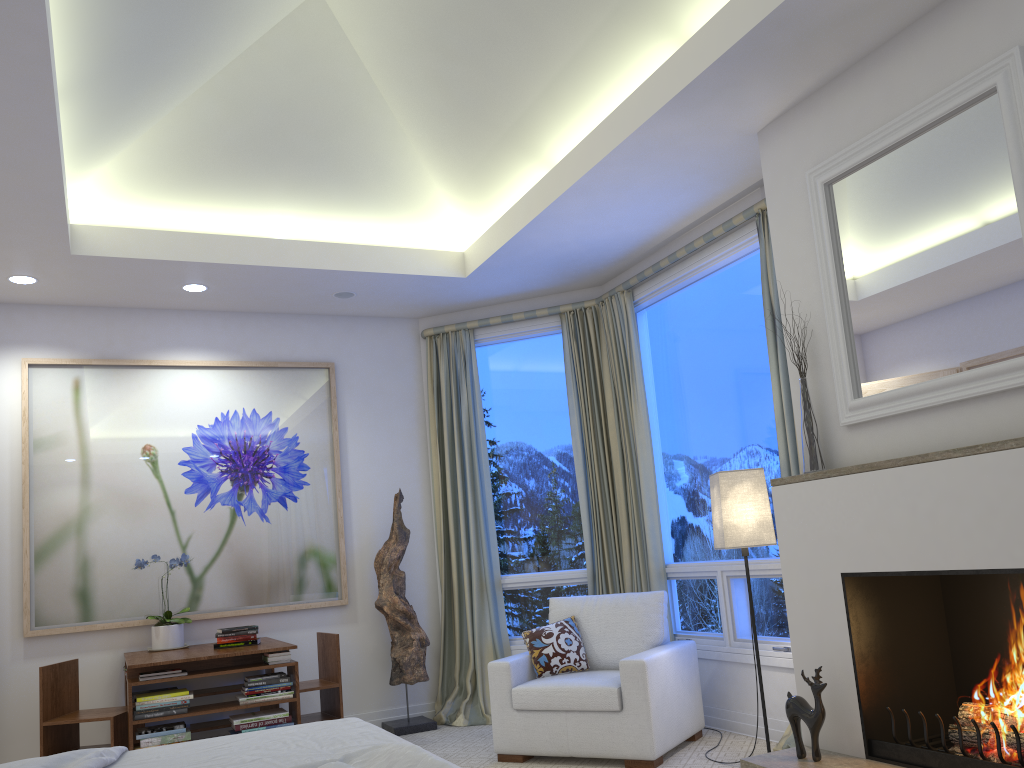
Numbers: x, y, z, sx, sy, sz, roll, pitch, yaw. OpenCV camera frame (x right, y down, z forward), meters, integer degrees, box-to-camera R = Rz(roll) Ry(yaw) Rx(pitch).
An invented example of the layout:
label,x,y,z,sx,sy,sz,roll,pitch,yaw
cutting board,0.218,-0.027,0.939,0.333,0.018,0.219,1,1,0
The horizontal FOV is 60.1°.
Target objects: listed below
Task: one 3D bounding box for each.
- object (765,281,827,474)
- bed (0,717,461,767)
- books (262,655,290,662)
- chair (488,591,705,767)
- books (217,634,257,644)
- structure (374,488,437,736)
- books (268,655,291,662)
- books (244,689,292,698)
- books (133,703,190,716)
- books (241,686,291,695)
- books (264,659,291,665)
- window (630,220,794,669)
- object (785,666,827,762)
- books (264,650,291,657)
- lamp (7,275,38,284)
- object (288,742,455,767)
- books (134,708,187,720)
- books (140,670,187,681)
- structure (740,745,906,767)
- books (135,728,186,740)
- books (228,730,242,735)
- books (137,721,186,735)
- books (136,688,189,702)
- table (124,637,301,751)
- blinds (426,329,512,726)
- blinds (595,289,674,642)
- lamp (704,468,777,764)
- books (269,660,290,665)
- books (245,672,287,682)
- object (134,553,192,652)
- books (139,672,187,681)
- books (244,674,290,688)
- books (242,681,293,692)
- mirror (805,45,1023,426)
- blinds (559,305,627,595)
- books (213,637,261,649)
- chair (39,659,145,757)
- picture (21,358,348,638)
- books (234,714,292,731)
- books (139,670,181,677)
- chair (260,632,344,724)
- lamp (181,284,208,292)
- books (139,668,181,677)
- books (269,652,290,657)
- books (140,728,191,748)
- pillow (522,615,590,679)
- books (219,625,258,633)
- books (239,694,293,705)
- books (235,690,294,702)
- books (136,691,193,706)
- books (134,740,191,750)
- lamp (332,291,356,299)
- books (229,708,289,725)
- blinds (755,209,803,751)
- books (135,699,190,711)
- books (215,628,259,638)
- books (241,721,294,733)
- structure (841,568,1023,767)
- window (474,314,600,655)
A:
label,x,y,z,sx,sy,sz,roll,pitch,yaw
object,1.029,-0.024,3.188,0.189,0.687,0.194,-5,-8,3
bed,-1.010,0.911,1.512,2.019,0.808,1.986,0,-12,-25
books,-1.128,1.311,4.246,0.111,0.022,0.155,0,-12,-25
chair,0.395,1.374,4.219,0.809,0.701,0.690,-10,-11,29
books,-1.397,1.289,4.491,0.190,0.031,0.133,-1,-12,-20
structure,-0.652,1.303,5.171,0.305,1.383,0.266,-1,-9,-24
books,-1.129,1.311,4.247,0.108,0.020,0.152,0,-12,-25
books,-1.165,1.463,4.209,0.205,0.011,0.149,0,-12,-25
books,-1.586,1.464,4.004,0.234,0.019,0.145,0,-12,-25
books,-1.172,1.451,4.210,0.209,0.015,0.147,0,-12,-25
books,-1.124,1.327,4.239,0.103,0.013,0.144,0,-12,-25
window,1.089,0.341,4.419,0.206,2.011,1.525,-1,-10,-25
object,0.997,1.108,2.973,0.096,0.305,0.181,2,-11,-38
books,-1.125,1.292,4.245,0.103,0.013,0.144,0,-12,-25
lamp,-2.442,-0.514,4.420,0.138,0.014,0.137,-13,-14,36
object,-0.327,0.864,1.321,0.718,0.463,0.921,1,-12,-29
books,-1.588,1.483,4.001,0.217,0.020,0.158,0,-12,-25
books,-1.589,1.326,4.032,0.201,0.015,0.141,0,-12,-25
structure,1.210,1.231,2.456,0.329,0.171,1.467,0,-12,-25
books,-1.578,1.562,3.976,0.205,0.018,0.120,0,-12,-25
books,-1.181,1.630,4.174,0.284,0.018,0.183,0,-12,-25
books,-1.573,1.546,3.979,0.198,0.017,0.115,0,-12,-25
books,-1.589,1.412,4.022,0.217,0.018,0.158,0,-12,-25
table,-1.515,1.628,4.412,0.740,0.595,0.908,0,-11,-25
blinds,-0.346,0.810,5.343,0.643,2.356,0.296,-7,-8,16
blinds,0.617,0.652,4.934,0.266,2.350,0.528,0,-10,-32
lamp,0.851,1.092,4.272,0.276,1.196,1.543,-3,-10,-13
books,-1.125,1.327,4.240,0.101,0.012,0.141,0,-12,-25
books,-1.175,1.396,4.222,0.177,0.017,0.114,0,-12,-25
object,-1.850,1.155,4.704,0.305,0.500,0.217,-1,-10,-25
books,-1.588,1.326,4.032,0.201,0.014,0.137,0,-12,-25
books,-1.168,1.417,4.223,0.205,0.026,0.126,-1,-12,-20
books,-1.167,1.437,4.219,0.217,0.016,0.138,0,-12,-25
mirror,1.289,-0.400,2.789,0.039,0.933,0.847,-1,-10,-25
blinds,0.498,0.690,5.083,0.525,2.353,0.271,-8,-9,18
books,-1.393,1.317,4.497,0.212,0.027,0.156,-3,-11,-10
chair,-1.992,1.628,4.224,0.340,0.605,0.343,-5,-9,0
picture,-1.793,0.583,4.977,1.680,1.449,0.030,0,-9,-25
books,-1.185,1.594,4.185,0.257,0.033,0.157,0,-12,-25
books,-1.603,1.315,4.034,0.174,0.008,0.112,0,-12,-25
chair,-1.102,1.627,4.612,0.340,0.605,0.343,0,-10,-30
lamp,-1.705,-0.510,4.762,0.138,0.014,0.137,-13,-14,36
books,-1.603,1.315,4.034,0.177,0.009,0.114,0,-12,-25
books,-1.125,1.292,4.245,0.100,0.012,0.141,0,-12,-25
books,-1.558,1.587,3.977,0.208,0.035,0.146,0,-12,-25
pillow,0.211,1.277,4.311,0.284,0.270,0.189,-2,-9,-16
books,-1.394,1.246,4.498,0.180,0.018,0.126,1,-13,-30
books,-1.173,1.490,4.209,0.239,0.017,0.174,-1,-12,-20
books,-1.180,1.477,4.214,0.249,0.015,0.181,0,-12,-25
books,-1.578,1.430,4.032,0.239,0.019,0.174,-1,-12,-20
books,-1.568,1.613,3.969,0.233,0.022,0.142,0,-12,-25
lamp,-0.966,-0.506,5.104,0.138,0.014,0.137,-13,-14,36
books,-1.197,1.569,4.183,0.249,0.022,0.181,0,-12,-25
blinds,1.187,0.361,3.698,0.228,2.350,0.666,-2,-9,-20
books,-1.586,1.446,4.014,0.222,0.020,0.155,0,-12,-25
books,-1.394,1.265,4.496,0.205,0.020,0.126,-2,-11,-15
books,-1.158,1.615,4.185,0.234,0.018,0.170,-1,-12,-20
structure,1.539,0.851,2.678,0.475,0.610,0.882,-1,-11,-25
window,1.344,-0.007,2.745,0.813,2.010,6.905,-1,-11,-25
